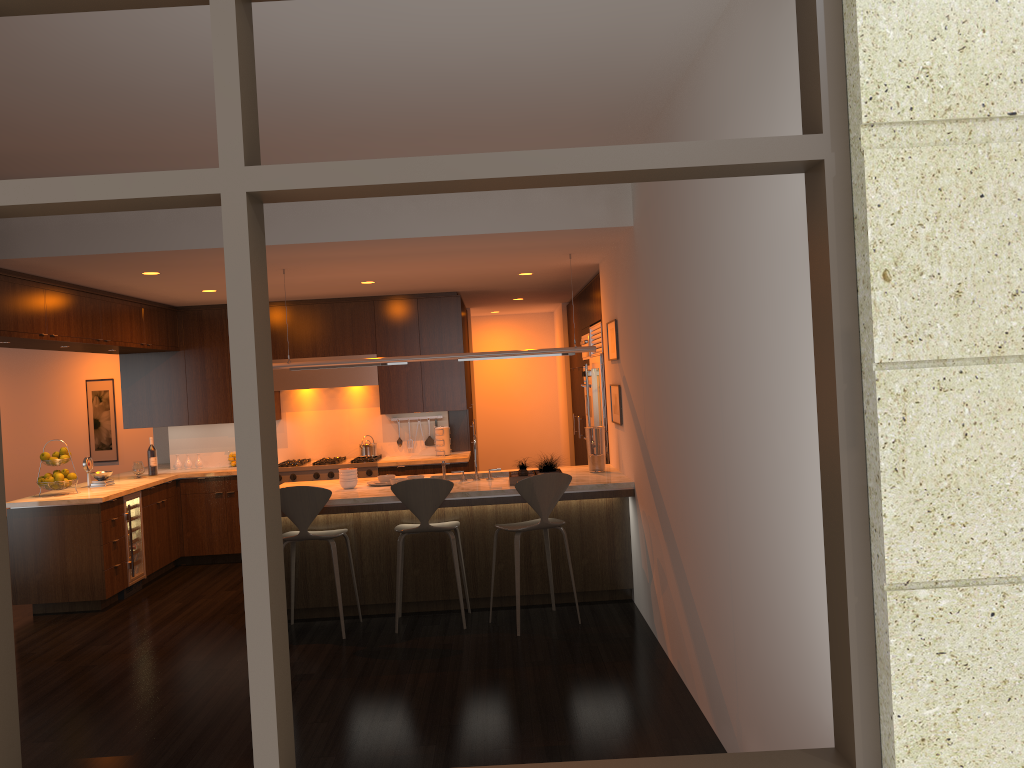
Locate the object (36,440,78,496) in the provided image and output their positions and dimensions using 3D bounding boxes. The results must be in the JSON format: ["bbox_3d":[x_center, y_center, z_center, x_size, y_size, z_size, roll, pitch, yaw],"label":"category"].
[{"bbox_3d":[-3.790,0.693,7.385,0.324,0.461,0.324,-4,1,-42],"label":"object"}]

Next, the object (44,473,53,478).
[{"bbox_3d":[-3.828,0.768,7.325,0.069,0.071,0.067,-3,1,35],"label":"object"}]

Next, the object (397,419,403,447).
[{"bbox_3d":[-1.186,0.517,9.332,0.061,0.296,0.020,-3,0,-2],"label":"object"}]

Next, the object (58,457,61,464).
[{"bbox_3d":[-3.792,0.636,7.435,0.071,0.072,0.071,-3,1,30],"label":"object"}]

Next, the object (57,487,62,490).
[{"bbox_3d":[-3.785,0.849,7.396,0.062,0.062,0.062,-3,1,43],"label":"object"}]

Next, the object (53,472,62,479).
[{"bbox_3d":[-3.752,0.763,7.332,0.077,0.075,0.077,-3,1,-27],"label":"object"}]

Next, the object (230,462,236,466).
[{"bbox_3d":[-2.893,0.828,9.197,0.061,0.053,0.053,-3,1,-16],"label":"object"}]

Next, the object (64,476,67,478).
[{"bbox_3d":[-3.753,0.775,7.432,0.070,0.072,0.071,-4,1,-37],"label":"object"}]

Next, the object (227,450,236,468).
[{"bbox_3d":[-2.832,0.768,9.212,0.207,0.175,0.189,-3,0,-3],"label":"object"}]

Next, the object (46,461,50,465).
[{"bbox_3d":[-3.848,0.639,7.386,0.070,0.068,0.062,-4,1,-41],"label":"object"}]

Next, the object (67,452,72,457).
[{"bbox_3d":[-3.741,0.597,7.454,0.070,0.074,0.071,-3,1,20],"label":"object"}]

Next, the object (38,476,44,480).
[{"bbox_3d":[-3.919,0.796,7.398,0.054,0.058,0.057,-3,1,20],"label":"object"}]

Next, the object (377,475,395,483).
[{"bbox_3d":[-0.965,0.736,6.827,0.139,0.059,0.138,-3,1,25],"label":"object"}]

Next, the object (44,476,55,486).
[{"bbox_3d":[-3.789,0.796,7.268,0.077,0.077,0.077,-3,0,10],"label":"object"}]

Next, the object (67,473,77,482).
[{"bbox_3d":[-3.663,0.774,7.381,0.078,0.074,0.077,-3,1,14],"label":"object"}]

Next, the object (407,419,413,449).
[{"bbox_3d":[-1.079,0.527,9.338,0.066,0.314,0.004,-3,0,-1],"label":"object"}]

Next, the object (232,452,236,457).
[{"bbox_3d":[-2.853,0.730,9.144,0.063,0.051,0.053,-3,0,-11],"label":"object"}]

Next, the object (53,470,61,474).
[{"bbox_3d":[-3.788,0.741,7.386,0.061,0.059,0.063,-3,1,32],"label":"object"}]

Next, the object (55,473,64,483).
[{"bbox_3d":[-3.712,0.771,7.276,0.068,0.077,0.079,-3,1,-25],"label":"object"}]

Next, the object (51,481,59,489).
[{"bbox_3d":[-3.773,0.838,7.327,0.063,0.069,0.070,-4,1,-39],"label":"object"}]

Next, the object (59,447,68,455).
[{"bbox_3d":[-3.742,0.562,7.403,0.068,0.072,0.071,-4,1,-45],"label":"object"}]

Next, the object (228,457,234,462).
[{"bbox_3d":[-2.893,0.775,9.142,0.063,0.051,0.053,-3,0,1],"label":"object"}]

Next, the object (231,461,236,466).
[{"bbox_3d":[-2.870,0.821,9.144,0.052,0.057,0.060,-3,1,34],"label":"object"}]

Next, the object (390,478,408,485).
[{"bbox_3d":[-0.841,0.737,6.608,0.139,0.059,0.138,-3,1,25],"label":"object"}]

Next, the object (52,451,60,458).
[{"bbox_3d":[-3.801,0.594,7.396,0.062,0.063,0.061,-3,1,23],"label":"object"}]

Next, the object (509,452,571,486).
[{"bbox_3d":[0.223,0.592,6.540,0.497,0.231,0.503,-3,0,-1],"label":"object"}]

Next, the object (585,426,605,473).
[{"bbox_3d":[0.650,0.507,6.862,0.159,0.349,0.159,-3,1,-27],"label":"object"}]

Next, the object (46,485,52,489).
[{"bbox_3d":[-3.835,0.846,7.344,0.056,0.053,0.057,-4,1,-41],"label":"object"}]

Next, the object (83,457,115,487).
[{"bbox_3d":[-3.693,0.780,7.938,0.231,0.266,0.191,-3,0,2],"label":"object"}]

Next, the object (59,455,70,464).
[{"bbox_3d":[-3.730,0.625,7.390,0.077,0.077,0.078,-3,1,16],"label":"object"}]

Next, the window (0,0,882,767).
[{"bbox_3d":[-0.283,-0.001,2.296,2.310,2.201,0.152,-3,0,0],"label":"window"}]

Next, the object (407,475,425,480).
[{"bbox_3d":[-0.732,0.730,6.740,0.139,0.059,0.138,-3,1,25],"label":"object"}]

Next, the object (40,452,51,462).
[{"bbox_3d":[-3.857,0.602,7.328,0.077,0.079,0.075,-3,0,8],"label":"object"}]

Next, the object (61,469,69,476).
[{"bbox_3d":[-3.711,0.735,7.367,0.062,0.063,0.060,-3,0,6],"label":"object"}]

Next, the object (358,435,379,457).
[{"bbox_3d":[-1.497,0.640,9.223,0.221,0.218,0.221,-3,1,-16],"label":"object"}]

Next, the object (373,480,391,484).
[{"bbox_3d":[-0.964,0.757,6.827,0.217,0.025,0.216,-3,1,16],"label":"object"}]

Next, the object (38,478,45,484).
[{"bbox_3d":[-3.865,0.809,7.298,0.068,0.069,0.065,-3,1,-24],"label":"object"}]

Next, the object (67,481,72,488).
[{"bbox_3d":[-3.716,0.829,7.409,0.078,0.075,0.078,-3,1,-23],"label":"object"}]

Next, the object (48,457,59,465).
[{"bbox_3d":[-3.793,0.638,7.340,0.078,0.072,0.077,-4,1,-35],"label":"object"}]

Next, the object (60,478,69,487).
[{"bbox_3d":[-3.702,0.817,7.329,0.078,0.076,0.078,-3,1,-14],"label":"object"}]
